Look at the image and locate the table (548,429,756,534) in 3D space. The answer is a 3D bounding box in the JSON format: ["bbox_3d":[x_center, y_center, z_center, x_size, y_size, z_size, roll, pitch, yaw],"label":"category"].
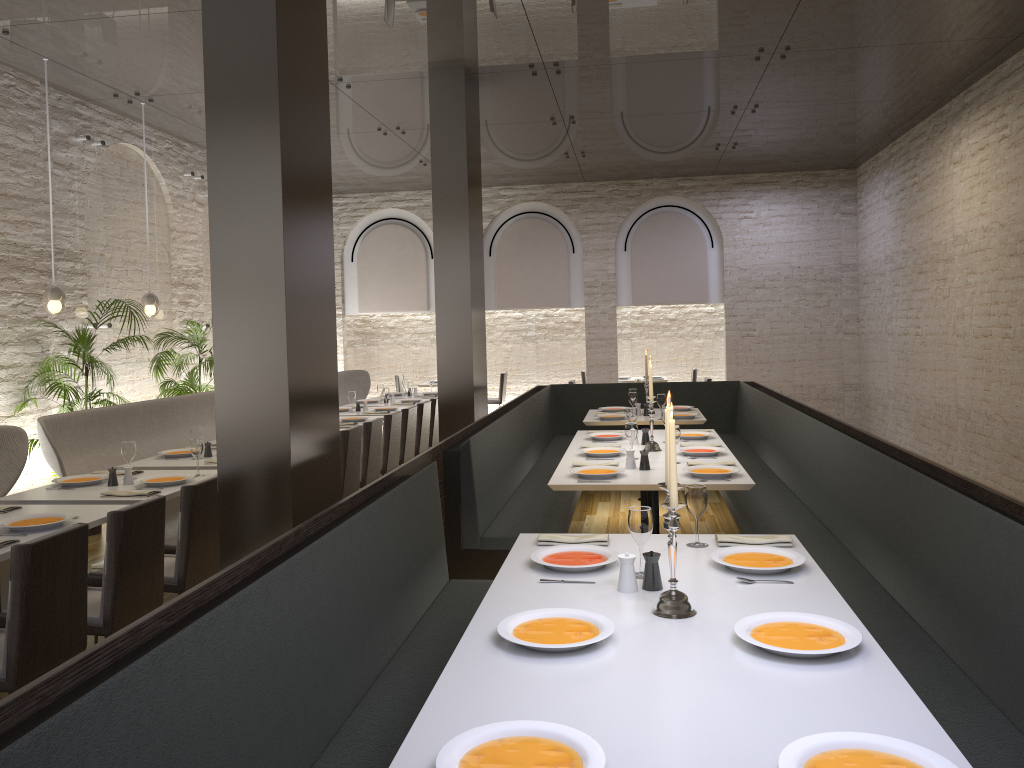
[{"bbox_3d":[0.922,0.835,5.994,1.100,0.759,2.542,-1,3,8],"label":"table"}]

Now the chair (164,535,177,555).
[{"bbox_3d":[-1.672,0.894,5.003,0.565,0.905,0.412,-1,1,8],"label":"chair"}]

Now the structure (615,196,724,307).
[{"bbox_3d":[2.409,-2.054,13.642,1.633,1.673,0.098,-1,1,8],"label":"structure"}]

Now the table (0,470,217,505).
[{"bbox_3d":[-2.282,0.968,5.244,0.936,0.759,1.012,-1,3,8],"label":"table"}]

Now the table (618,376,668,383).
[{"bbox_3d":[2.067,0.294,14.457,0.936,0.759,1.012,-1,3,8],"label":"table"}]

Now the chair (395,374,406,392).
[{"bbox_3d":[-1.658,0.293,14.972,0.565,0.905,0.412,-1,1,8],"label":"chair"}]

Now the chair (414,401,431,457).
[{"bbox_3d":[-1.114,0.638,8.998,0.565,0.905,0.412,-1,1,8],"label":"chair"}]

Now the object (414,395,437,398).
[{"bbox_3d":[-1.133,0.164,11.633,0.273,0.033,0.143,-1,3,8],"label":"object"}]

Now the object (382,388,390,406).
[{"bbox_3d":[-1.425,0.161,10.051,0.086,0.230,0.086,-1,2,38],"label":"object"}]

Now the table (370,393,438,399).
[{"bbox_3d":[-1.333,0.534,12.035,0.936,0.759,1.012,-1,3,8],"label":"table"}]

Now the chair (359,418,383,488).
[{"bbox_3d":[-1.356,0.749,7.265,0.565,0.905,0.412,-1,1,8],"label":"chair"}]

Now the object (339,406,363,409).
[{"bbox_3d":[-1.859,0.271,10.180,0.273,0.033,0.143,-1,3,8],"label":"object"}]

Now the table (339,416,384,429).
[{"bbox_3d":[-1.798,0.747,8.706,0.936,0.759,1.012,-1,3,8],"label":"table"}]

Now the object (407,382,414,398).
[{"bbox_3d":[-1.274,0.091,11.137,0.086,0.230,0.086,-1,2,38],"label":"object"}]

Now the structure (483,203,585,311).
[{"bbox_3d":[0.310,-2.014,13.936,1.633,1.673,0.098,-1,1,8],"label":"structure"}]

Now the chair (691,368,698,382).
[{"bbox_3d":[2.725,0.209,14.357,0.565,0.905,0.412,-1,1,8],"label":"chair"}]

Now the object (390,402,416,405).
[{"bbox_3d":[-1.291,0.236,10.504,0.273,0.033,0.143,-1,3,8],"label":"object"}]

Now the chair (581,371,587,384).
[{"bbox_3d":[1.426,0.234,14.540,0.565,0.905,0.412,-1,1,8],"label":"chair"}]

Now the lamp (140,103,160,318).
[{"bbox_3d":[-3.479,-1.650,8.442,0.178,2.039,0.178,-2,1,-7],"label":"lamp"}]

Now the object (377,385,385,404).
[{"bbox_3d":[-1.588,0.125,10.723,0.086,0.230,0.086,-1,2,38],"label":"object"}]

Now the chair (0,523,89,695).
[{"bbox_3d":[-1.910,1.003,3.294,0.565,0.905,0.412,-1,1,8],"label":"chair"}]

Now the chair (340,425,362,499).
[{"bbox_3d":[-1.434,0.784,6.707,0.565,0.905,0.412,-1,1,8],"label":"chair"}]

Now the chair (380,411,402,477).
[{"bbox_3d":[-1.274,0.711,7.851,0.565,0.905,0.412,-1,1,8],"label":"chair"}]

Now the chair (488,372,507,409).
[{"bbox_3d":[-0.359,0.269,14.790,0.565,0.905,0.412,-1,1,8],"label":"chair"}]

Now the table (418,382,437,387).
[{"bbox_3d":[-1.003,0.353,14.887,0.936,0.759,1.012,-1,3,8],"label":"table"}]

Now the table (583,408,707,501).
[{"bbox_3d":[1.276,0.673,8.525,1.100,0.759,1.190,-1,3,8],"label":"table"}]

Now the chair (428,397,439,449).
[{"bbox_3d":[-1.037,0.602,9.550,0.565,0.905,0.412,-1,1,8],"label":"chair"}]

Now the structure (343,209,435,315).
[{"bbox_3d":[-1.928,-1.971,14.250,1.633,1.673,0.098,-1,1,8],"label":"structure"}]

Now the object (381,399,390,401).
[{"bbox_3d":[-1.706,0.201,11.272,0.273,0.033,0.143,-1,3,8],"label":"object"}]

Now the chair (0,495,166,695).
[{"bbox_3d":[-1.832,0.967,3.854,0.565,0.905,0.412,-1,1,8],"label":"chair"}]

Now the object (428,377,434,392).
[{"bbox_3d":[-1.118,0.020,12.253,0.086,0.230,0.086,-1,2,38],"label":"object"}]

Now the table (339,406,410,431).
[{"bbox_3d":[-1.644,0.676,9.814,0.936,0.759,1.012,-1,3,8],"label":"table"}]

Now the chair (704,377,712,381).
[{"bbox_3d":[2.353,0.380,11.693,0.565,0.905,0.412,-1,1,8],"label":"chair"}]

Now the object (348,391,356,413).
[{"bbox_3d":[-1.740,0.194,9.637,0.086,0.230,0.086,-1,2,38],"label":"object"}]

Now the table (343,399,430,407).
[{"bbox_3d":[-1.491,0.606,10.906,0.936,0.759,1.012,-1,3,8],"label":"table"}]

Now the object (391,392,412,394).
[{"bbox_3d":[-1.549,0.129,12.401,0.273,0.033,0.143,-1,3,8],"label":"object"}]

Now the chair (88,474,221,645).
[{"bbox_3d":[-1.750,0.929,4.442,0.565,0.905,0.412,-1,1,8],"label":"chair"}]

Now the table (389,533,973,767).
[{"bbox_3d":[0.413,1.068,2.345,1.100,0.759,2.542,-1,3,8],"label":"table"}]

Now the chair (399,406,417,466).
[{"bbox_3d":[-1.195,0.675,8.414,0.565,0.905,0.412,-1,1,8],"label":"chair"}]

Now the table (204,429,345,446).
[{"bbox_3d":[-1.960,0.821,7.547,0.936,0.759,1.012,-1,3,8],"label":"table"}]

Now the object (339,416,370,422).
[{"bbox_3d":[-1.547,0.347,8.659,0.322,0.036,0.322,-2,4,-14],"label":"object"}]

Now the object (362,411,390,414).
[{"bbox_3d":[-1.443,0.306,9.411,0.273,0.033,0.143,-1,3,8],"label":"object"}]

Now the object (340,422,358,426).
[{"bbox_3d":[-1.598,0.377,8.304,0.273,0.033,0.143,-1,3,8],"label":"object"}]

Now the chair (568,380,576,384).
[{"bbox_3d":[1.054,0.405,11.875,0.565,0.905,0.412,-1,1,8],"label":"chair"}]

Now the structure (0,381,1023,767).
[{"bbox_3d":[0.721,0.814,4.430,2.371,1.000,10.764,-1,3,8],"label":"structure"}]

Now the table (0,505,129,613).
[{"bbox_3d":[-2.439,1.040,4.123,0.936,0.759,1.012,-1,3,8],"label":"table"}]

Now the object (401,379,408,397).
[{"bbox_3d":[-1.433,0.053,11.840,0.086,0.230,0.086,-1,2,38],"label":"object"}]

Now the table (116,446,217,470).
[{"bbox_3d":[-2.121,0.895,6.397,0.936,0.759,1.012,-1,3,8],"label":"table"}]

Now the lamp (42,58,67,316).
[{"bbox_3d":[-3.673,-1.561,7.053,0.177,2.039,0.178,-1,1,29],"label":"lamp"}]
